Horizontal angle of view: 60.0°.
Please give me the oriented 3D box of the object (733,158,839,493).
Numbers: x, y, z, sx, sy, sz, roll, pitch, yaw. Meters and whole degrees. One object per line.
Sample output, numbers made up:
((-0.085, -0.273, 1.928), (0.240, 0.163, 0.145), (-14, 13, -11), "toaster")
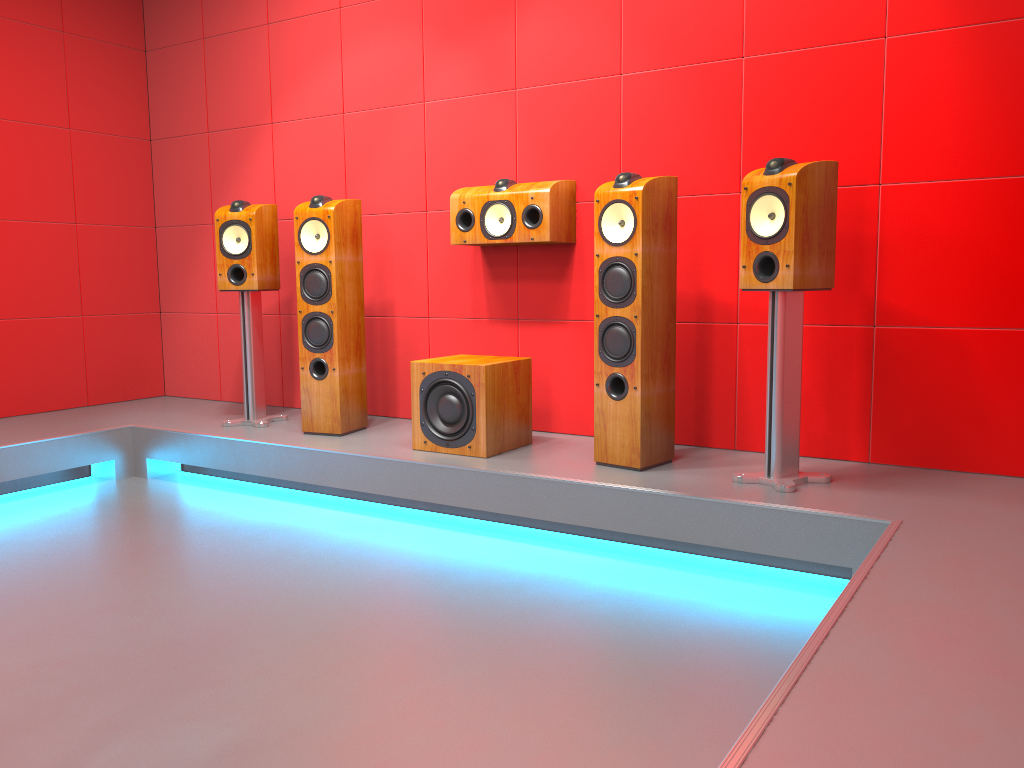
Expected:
((0.901, -0.199, 2.916), (0.265, 1.058, 0.231), (-6, 9, -38), "object")

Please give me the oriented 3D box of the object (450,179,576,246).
((0.000, -0.736, 3.794), (0.493, 0.271, 0.235), (4, 8, 32), "object")

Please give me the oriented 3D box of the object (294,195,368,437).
((-0.810, -0.306, 3.973), (0.203, 1.052, 0.238), (2, 7, 22), "object")

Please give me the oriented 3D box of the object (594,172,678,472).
((0.446, -0.228, 3.224), (0.203, 1.052, 0.238), (6, 9, 42), "object")

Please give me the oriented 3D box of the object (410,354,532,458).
((-0.163, 0.079, 3.614), (0.360, 0.360, 0.360), (4, 8, 32), "object")

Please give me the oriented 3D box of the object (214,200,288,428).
((-1.249, -0.337, 4.244), (0.231, 1.058, 0.265), (1, 7, 12), "object")
